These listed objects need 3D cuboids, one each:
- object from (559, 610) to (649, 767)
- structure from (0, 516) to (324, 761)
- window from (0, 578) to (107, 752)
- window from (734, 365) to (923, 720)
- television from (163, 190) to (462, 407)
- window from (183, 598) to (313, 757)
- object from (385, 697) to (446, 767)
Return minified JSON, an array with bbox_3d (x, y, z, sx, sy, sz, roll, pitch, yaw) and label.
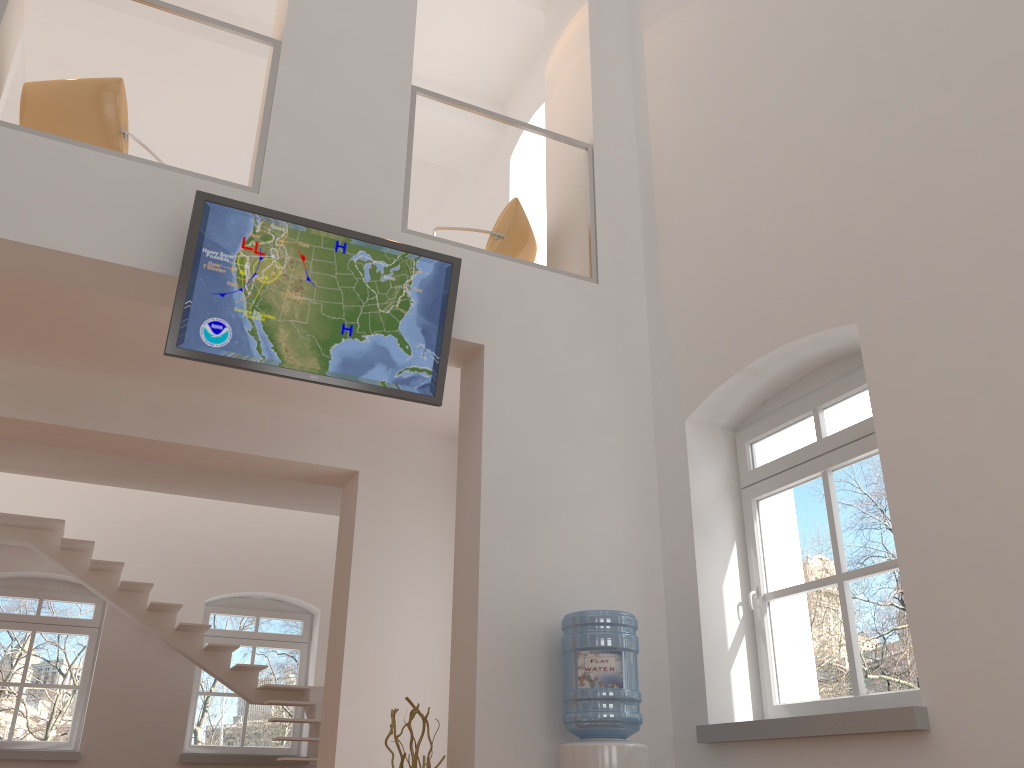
[{"bbox_3d":[0.426,1.827,4.087,0.436,1.490,0.436,20,-31,-36],"label":"object"},{"bbox_3d":[-3.258,2.638,7.786,4.630,3.042,3.450,12,-27,-23],"label":"structure"},{"bbox_3d":[-5.060,2.902,9.245,1.308,1.737,0.142,12,-27,-23],"label":"window"},{"bbox_3d":[1.569,0.776,4.306,0.142,1.627,1.302,12,-27,-23],"label":"window"},{"bbox_3d":[-0.958,-0.409,4.505,1.388,0.803,0.266,12,-27,-23],"label":"television"},{"bbox_3d":[-2.990,3.327,10.136,1.308,1.737,0.142,12,-27,-23],"label":"window"},{"bbox_3d":[-0.466,2.065,4.170,0.284,1.112,0.655,2,-25,-4],"label":"object"}]
